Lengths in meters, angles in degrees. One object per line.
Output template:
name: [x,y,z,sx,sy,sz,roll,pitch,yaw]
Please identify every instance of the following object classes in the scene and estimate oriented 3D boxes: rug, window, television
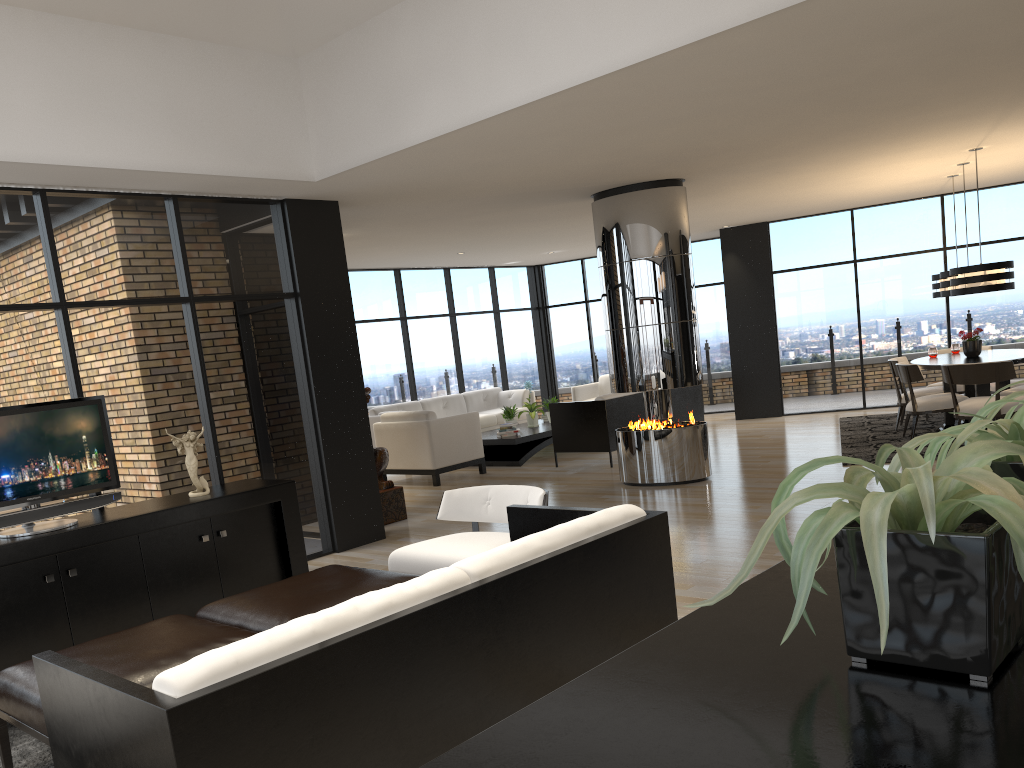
rug: [-1.037,1.432,3.636,2.485,0.012,3.002,-5,3,44]
window: [0.025,-1.255,6.674,10.153,4.833,15.708,-5,3,30]
rug: [4.948,0.468,9.384,2.724,0.011,3.680,-6,3,20]
television: [-2.724,0.473,4.968,0.926,0.719,0.407,-9,7,-28]

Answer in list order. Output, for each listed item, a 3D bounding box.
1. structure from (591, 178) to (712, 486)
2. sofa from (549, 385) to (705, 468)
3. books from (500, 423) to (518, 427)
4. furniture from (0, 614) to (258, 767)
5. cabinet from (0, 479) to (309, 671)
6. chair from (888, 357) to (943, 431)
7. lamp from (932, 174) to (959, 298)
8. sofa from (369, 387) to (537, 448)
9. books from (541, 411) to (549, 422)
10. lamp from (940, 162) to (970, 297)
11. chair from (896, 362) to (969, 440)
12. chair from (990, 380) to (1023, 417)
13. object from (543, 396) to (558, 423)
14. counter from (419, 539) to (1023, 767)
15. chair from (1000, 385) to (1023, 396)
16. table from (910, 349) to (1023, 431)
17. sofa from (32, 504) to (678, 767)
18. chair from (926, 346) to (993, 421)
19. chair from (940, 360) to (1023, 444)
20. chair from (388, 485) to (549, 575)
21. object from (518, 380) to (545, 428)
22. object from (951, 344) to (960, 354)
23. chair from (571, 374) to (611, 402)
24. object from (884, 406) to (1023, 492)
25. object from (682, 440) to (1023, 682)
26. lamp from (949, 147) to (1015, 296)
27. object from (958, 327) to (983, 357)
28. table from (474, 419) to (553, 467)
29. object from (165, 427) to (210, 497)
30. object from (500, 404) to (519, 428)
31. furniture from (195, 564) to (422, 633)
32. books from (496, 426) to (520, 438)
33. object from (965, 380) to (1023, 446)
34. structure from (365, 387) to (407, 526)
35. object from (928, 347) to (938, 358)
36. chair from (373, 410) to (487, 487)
structure: [1.311,-0.433,8.295,0.894,2.772,0.578,-3,9,30]
sofa: [1.427,0.435,10.688,0.839,0.811,2.011,-2,5,43]
books: [-0.039,0.509,11.014,0.185,0.027,0.153,-5,3,34]
furniture: [-1.440,1.249,3.455,0.829,0.488,0.819,-3,5,43]
cabinet: [-2.644,1.196,5.045,0.622,0.748,3.008,-2,6,43]
chair: [4.530,0.097,9.801,0.617,0.815,0.635,-3,7,30]
lamp: [4.993,-1.669,9.930,0.537,1.343,0.528,-4,7,20]
sofa: [-0.804,0.590,12.762,0.856,0.864,2.667,-2,5,43]
books: [0.534,0.453,12.509,0.224,0.127,0.304,-6,3,11]
lamp: [4.684,-1.597,9.100,0.537,1.343,0.528,-4,7,20]
chair: [4.267,0.163,8.989,0.617,0.815,0.635,-5,6,14]
chair: [5.511,-0.004,9.407,0.617,0.815,0.635,-6,6,6]
object: [0.549,0.347,12.112,0.285,0.374,0.212,-5,7,21]
counter: [1.140,0.204,1.275,1.181,0.032,3.083,-5,3,43]
chair: [5.202,0.063,8.683,0.636,0.815,0.616,-12,8,-41]
table: [4.869,0.096,9.279,1.212,0.776,2.082,-5,3,22]
sofa: [-0.346,0.973,3.000,0.839,0.811,2.011,-2,5,43]
chair: [5.212,-0.004,10.266,0.643,0.815,0.609,-2,8,41]
chair: [4.394,0.182,8.194,0.610,0.815,0.642,-12,8,-40]
chair: [-0.160,0.941,4.800,0.806,0.682,0.677,-3,7,43]
object: [0.266,0.261,11.779,0.353,0.638,0.369,-10,7,-28]
object: [5.045,-0.402,10.042,0.095,0.107,0.094,-8,6,-13]
chair: [1.539,0.290,13.179,1.002,0.865,0.845,-3,7,43]
object: [0.663,0.127,1.207,0.404,0.241,0.396,-8,4,-22]
object: [0.448,0.178,0.891,0.395,0.219,0.405,-8,4,-22]
lamp: [4.376,-1.525,8.270,0.537,1.343,0.528,-4,7,20]
object: [4.793,-0.433,9.220,0.229,0.301,0.234,-4,6,23]
table: [0.270,0.757,11.795,1.266,0.355,2.011,-4,4,43]
object: [-2.035,0.491,5.641,0.105,0.464,0.254,0,10,44]
object: [-0.027,0.442,11.512,0.284,0.374,0.212,-6,6,6]
furniture: [-0.871,1.154,4.069,0.829,0.488,0.819,-3,5,43]
books: [-0.047,0.586,11.026,0.307,0.127,0.222,-7,4,-8]
object: [0.916,0.096,1.482,0.404,0.219,0.396,-8,4,-22]
structure: [-1.489,0.499,8.068,0.732,1.611,0.511,-1,10,42]
object: [4.681,-0.349,9.816,0.095,0.107,0.094,-4,6,32]
chair: [-0.976,0.707,10.476,1.002,0.865,0.845,-3,7,43]
